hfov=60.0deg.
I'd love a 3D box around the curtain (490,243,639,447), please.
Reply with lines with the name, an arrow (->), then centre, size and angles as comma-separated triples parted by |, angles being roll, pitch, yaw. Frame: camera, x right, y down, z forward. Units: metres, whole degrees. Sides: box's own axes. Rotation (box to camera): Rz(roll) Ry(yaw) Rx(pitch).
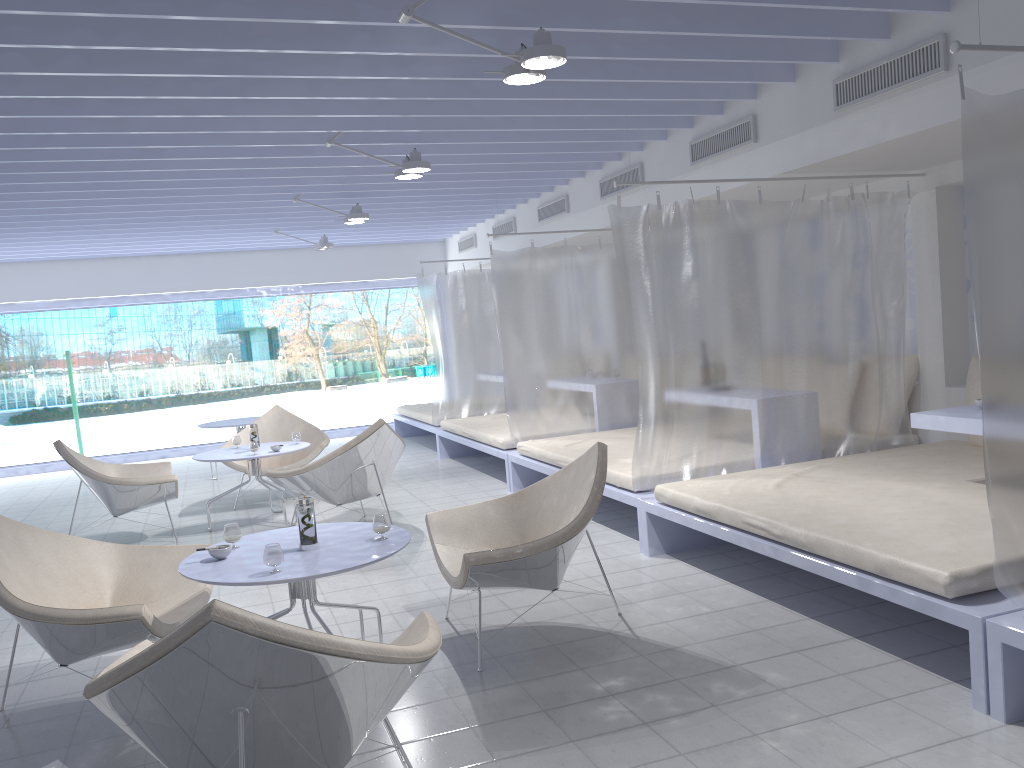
curtain -> 0.832, -0.344, 7.075 | 1.998, 1.559, 0.125 | -6, 4, -20

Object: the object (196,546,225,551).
object -> -1.078, 0.589, 3.173 | 0.098, 0.016, 0.012 | -6, 4, -19

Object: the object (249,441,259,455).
object -> -1.780, 0.444, 6.120 | 0.068, 0.091, 0.068 | -4, 4, 10

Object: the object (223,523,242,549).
object -> -1.051, 0.572, 3.334 | 0.068, 0.091, 0.068 | -7, 4, -29

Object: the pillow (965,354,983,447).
pillow -> 2.688, 0.100, 4.818 | 0.231, 0.510, 0.572 | -6, 4, -20

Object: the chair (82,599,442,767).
chair -> -0.623, 0.812, 2.226 | 0.906, 0.759, 0.753 | -5, 4, -4

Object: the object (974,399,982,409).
object -> 2.053, 0.088, 3.849 | 0.082, 0.043, 0.082 | -2, 5, 32

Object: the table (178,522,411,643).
table -> -0.761, 0.868, 3.260 | 0.825, 0.534, 0.823 | -8, 5, -42

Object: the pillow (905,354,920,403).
pillow -> 2.376, 0.065, 5.719 | 0.231, 0.510, 0.572 | -6, 4, -18

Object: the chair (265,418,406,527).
chair -> -1.052, 0.600, 5.886 | 0.753, 0.759, 0.906 | -1, 5, 41

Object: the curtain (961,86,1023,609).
curtain -> 2.277, -0.182, 2.902 | 1.998, 1.559, 0.125 | -6, 4, -20

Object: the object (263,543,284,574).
object -> -0.789, 0.577, 2.936 | 0.068, 0.091, 0.068 | -7, 4, -29

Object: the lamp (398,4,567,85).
lamp -> -0.121, -1.280, 3.306 | 0.587, 0.218, 0.380 | -6, 4, -19

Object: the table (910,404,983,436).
table -> 2.149, 0.352, 3.503 | 0.416, 0.450, 1.065 | -6, 4, -19

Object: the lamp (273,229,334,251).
lamp -> -2.178, -1.511, 9.244 | 0.587, 0.218, 0.380 | -6, 4, -19

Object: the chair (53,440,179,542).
chair -> -2.740, 0.721, 6.166 | 0.753, 0.759, 0.906 | -6, 4, -23

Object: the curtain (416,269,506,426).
curtain -> 0.066, -0.443, 9.155 | 2.050, 1.552, 0.151 | -6, 4, -19

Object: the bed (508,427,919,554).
bed -> 1.286, 0.563, 6.106 | 2.022, 0.422, 2.200 | -6, 4, -19

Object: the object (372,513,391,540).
object -> -0.484, 0.528, 3.286 | 0.068, 0.091, 0.068 | -7, 4, -29

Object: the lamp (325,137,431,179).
lamp -> -0.805, -1.356, 5.279 | 0.587, 0.218, 0.380 | -6, 4, -19

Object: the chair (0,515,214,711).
chair -> -1.584, 0.818, 3.319 | 0.753, 0.759, 0.906 | -5, 4, -1

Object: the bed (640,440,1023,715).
bed -> 1.994, 0.643, 4.014 | 2.016, 0.427, 2.200 | -6, 4, -19

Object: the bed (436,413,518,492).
bed -> 0.549, 0.481, 8.184 | 2.016, 0.427, 2.200 | -6, 4, -19

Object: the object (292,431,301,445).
object -> -1.592, 0.399, 6.556 | 0.068, 0.091, 0.068 | -7, 4, -26

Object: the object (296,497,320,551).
object -> -0.746, 0.507, 3.227 | 0.075, 0.185, 0.075 | -2, 5, 34

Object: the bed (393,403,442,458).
bed -> -0.158, 0.400, 10.276 | 2.022, 0.422, 2.200 | -6, 4, -19

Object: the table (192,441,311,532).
table -> -1.855, 0.744, 6.425 | 0.825, 0.534, 0.823 | -7, 4, -28

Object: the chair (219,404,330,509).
chair -> -1.969, 0.572, 7.423 | 0.906, 0.759, 0.753 | -5, 4, -8

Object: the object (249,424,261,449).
object -> -1.868, 0.381, 6.432 | 0.075, 0.189, 0.075 | -7, 4, -27

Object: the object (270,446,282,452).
object -> -1.650, 0.451, 6.210 | 0.082, 0.043, 0.082 | -2, 5, 39

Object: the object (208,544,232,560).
object -> -1.045, 0.606, 3.180 | 0.082, 0.043, 0.082 | -6, 4, -17

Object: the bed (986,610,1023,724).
bed -> 2.717, 0.725, 1.926 | 2.016, 0.427, 2.200 | -6, 4, -19

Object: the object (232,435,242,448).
object -> -2.054, 0.432, 6.621 | 0.068, 0.091, 0.068 | -4, 4, 4

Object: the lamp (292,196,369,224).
lamp -> -1.488, -1.433, 7.252 | 0.587, 0.218, 0.380 | -6, 4, -19

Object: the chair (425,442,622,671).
chair -> 0.083, 0.653, 3.715 | 0.753, 0.759, 0.906 | -6, 4, -15

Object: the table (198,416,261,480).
table -> -2.729, 0.642, 9.003 | 0.825, 0.534, 0.823 | -3, 4, 28

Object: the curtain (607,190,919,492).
curtain -> 1.511, -0.280, 4.984 | 2.050, 1.552, 0.151 | -6, 4, -19
